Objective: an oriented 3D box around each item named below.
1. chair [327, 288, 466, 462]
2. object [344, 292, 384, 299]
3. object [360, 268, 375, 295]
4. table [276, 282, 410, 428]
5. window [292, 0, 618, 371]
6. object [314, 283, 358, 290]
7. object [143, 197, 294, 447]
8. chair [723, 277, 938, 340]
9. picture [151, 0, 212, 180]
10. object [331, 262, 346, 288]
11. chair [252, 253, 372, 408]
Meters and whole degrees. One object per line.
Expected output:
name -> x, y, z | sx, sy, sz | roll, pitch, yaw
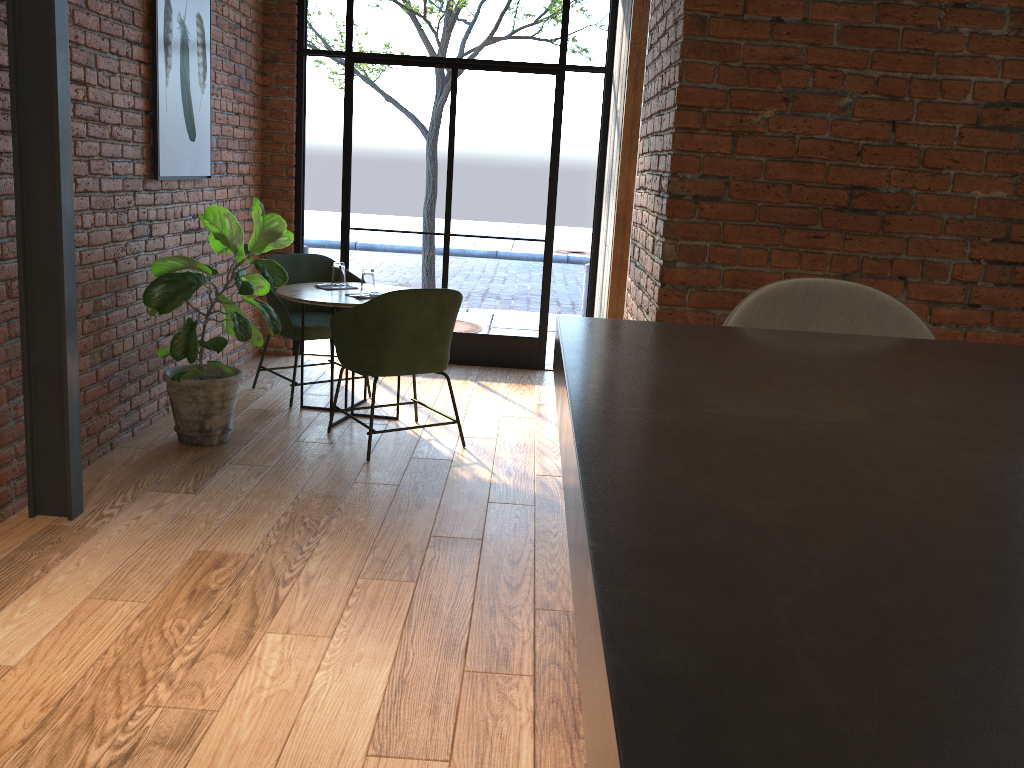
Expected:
chair -> -0.579, -0.109, 4.463 | 0.639, 0.811, 0.519 | -5, 14, -34
object -> -0.776, -0.478, 4.728 | 0.243, 0.019, 0.158 | -8, 18, -40
object -> -0.771, -0.550, 4.746 | 0.080, 0.137, 0.081 | 8, 12, 21
table -> -0.893, -0.167, 4.903 | 0.807, 0.681, 0.815 | 0, 13, -15
window -> -0.429, -1.459, 6.130 | 2.136, 2.676, 0.098 | 4, 11, 1
object -> -0.979, -0.553, 4.987 | 0.243, 0.019, 0.158 | -8, 18, -40
object -> -1.449, -0.310, 4.273 | 0.716, 1.185, 0.638 | -6, 15, -38
chair -> 0.488, 0.481, 1.370 | 0.418, 1.232, 0.512 | 4, 11, 0
picture -> -1.699, -1.615, 4.590 | 0.023, 1.085, 0.732 | 4, 12, 1
object -> -0.969, -0.611, 4.950 | 0.080, 0.137, 0.081 | 8, 12, 21
chair -> -1.179, -0.342, 5.279 | 0.640, 0.811, 0.518 | -6, 15, -39
